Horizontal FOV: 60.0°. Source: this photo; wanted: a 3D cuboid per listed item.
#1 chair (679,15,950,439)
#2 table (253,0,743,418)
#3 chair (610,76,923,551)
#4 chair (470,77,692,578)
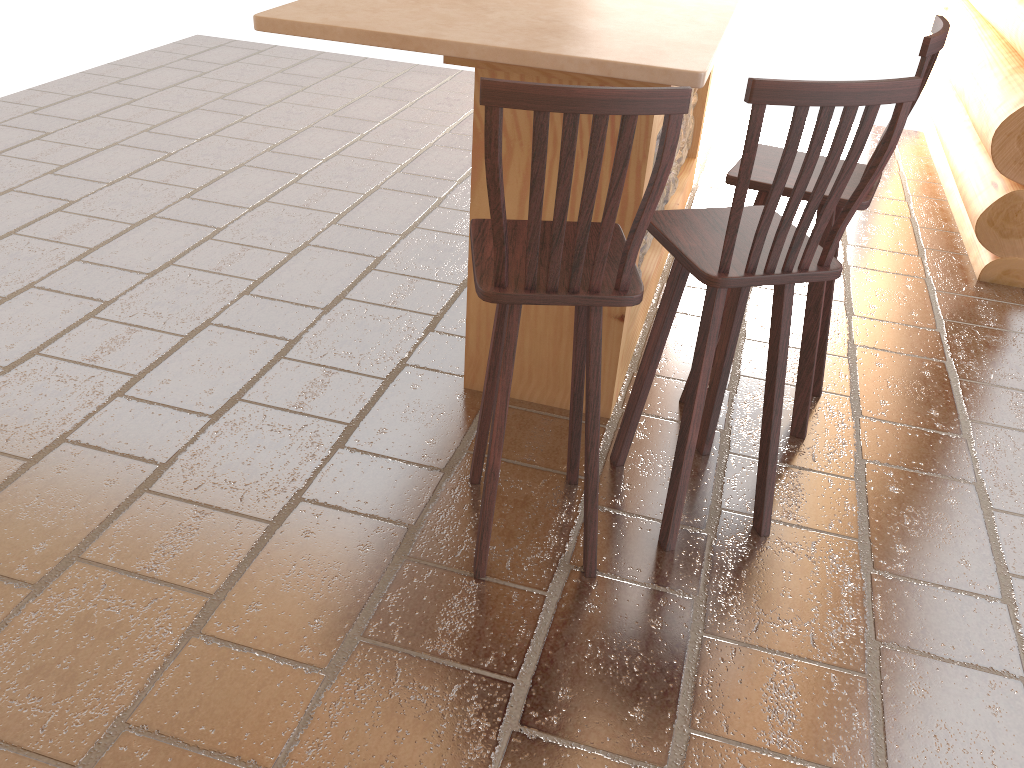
[{"bbox_3d":[0.939,-0.497,2.881,0.504,1.319,0.406,18,35,20],"label":"chair"},{"bbox_3d":[0.297,-1.135,3.862,1.196,1.257,3.220,12,33,12],"label":"table"},{"bbox_3d":[0.585,-0.197,2.375,0.406,1.319,0.504,-6,34,-15],"label":"chair"},{"bbox_3d":[0.090,-0.134,2.223,0.406,1.319,0.504,1,33,-5],"label":"chair"}]
